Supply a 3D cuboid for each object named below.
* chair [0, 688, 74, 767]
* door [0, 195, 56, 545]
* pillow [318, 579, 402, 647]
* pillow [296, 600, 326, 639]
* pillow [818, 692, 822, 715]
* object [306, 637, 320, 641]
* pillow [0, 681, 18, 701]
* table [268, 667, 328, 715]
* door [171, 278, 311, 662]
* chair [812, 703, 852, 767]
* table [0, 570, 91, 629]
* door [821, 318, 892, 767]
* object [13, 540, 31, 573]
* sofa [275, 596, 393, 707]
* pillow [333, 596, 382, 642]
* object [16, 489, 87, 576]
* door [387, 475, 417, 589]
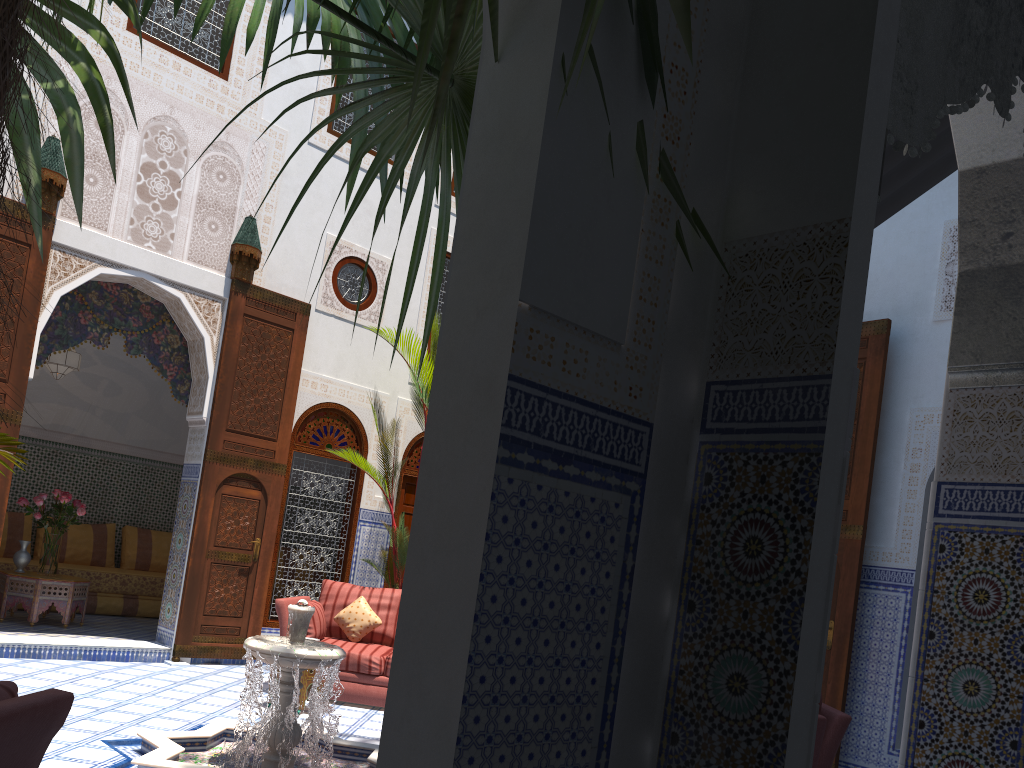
[{"bbox_3d":[-1.334,0.765,1.435,0.811,0.536,0.739,8,-9,2],"label":"chair"},{"bbox_3d":[-2.960,0.210,4.710,0.123,2.494,0.592,5,-4,42],"label":"door"},{"bbox_3d":[-0.963,1.459,5.555,0.580,0.376,0.306,8,-6,2],"label":"pillow"},{"bbox_3d":[-1.208,1.422,5.219,0.187,0.250,0.387,8,-9,4],"label":"pillow"},{"bbox_3d":[1.056,1.326,3.552,0.300,0.374,0.592,8,-9,3],"label":"pillow"},{"bbox_3d":[-1.105,1.410,4.751,0.120,0.056,0.118,14,-12,-29],"label":"object"},{"bbox_3d":[-1.086,0.693,1.628,0.187,0.250,0.387,8,-9,4],"label":"pillow"},{"bbox_3d":[-1.145,1.589,4.715,0.288,0.321,0.294,8,-7,3],"label":"table"},{"bbox_3d":[-1.793,0.610,5.850,0.592,2.494,0.123,11,-4,-43],"label":"door"},{"bbox_3d":[0.881,1.514,3.550,0.725,0.536,0.827,8,-9,3],"label":"chair"},{"bbox_3d":[-3.241,1.480,6.038,0.548,0.320,0.537,16,-13,-42],"label":"table"},{"bbox_3d":[1.696,0.904,4.913,0.125,2.494,0.580,10,-4,-37],"label":"door"},{"bbox_3d":[-3.310,1.166,5.922,0.108,0.211,0.106,12,-6,-37],"label":"object"},{"bbox_3d":[-0.729,1.670,5.386,1.359,0.536,0.745,8,-9,2],"label":"sofa"},{"bbox_3d":[-0.945,1.436,5.362,0.300,0.275,0.133,6,-5,13],"label":"pillow"},{"bbox_3d":[-3.174,1.014,6.019,0.451,0.591,0.336,10,-5,-16],"label":"object"},{"bbox_3d":[-0.866,1.455,6.886,0.290,1.450,0.123,11,-4,-43],"label":"door"}]
